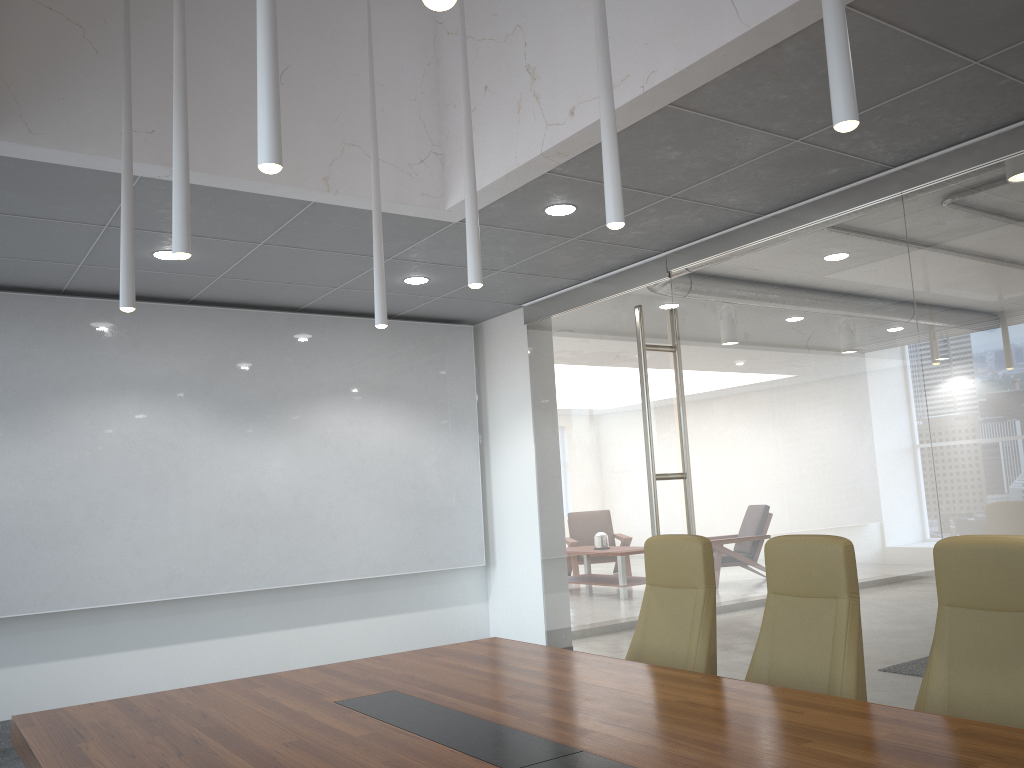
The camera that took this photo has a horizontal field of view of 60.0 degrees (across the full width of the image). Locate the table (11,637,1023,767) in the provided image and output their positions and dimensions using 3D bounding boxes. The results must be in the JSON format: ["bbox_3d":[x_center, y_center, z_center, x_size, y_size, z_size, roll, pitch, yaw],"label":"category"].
[{"bbox_3d":[0.811,1.345,1.468,2.300,0.895,6.500,2,-9,-34],"label":"table"}]

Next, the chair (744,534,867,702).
[{"bbox_3d":[0.970,1.345,3.551,0.955,1.406,0.711,2,-9,-34],"label":"chair"}]

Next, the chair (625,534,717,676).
[{"bbox_3d":[0.521,1.455,4.203,0.955,1.406,0.711,2,-9,-34],"label":"chair"}]

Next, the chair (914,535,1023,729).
[{"bbox_3d":[1.425,1.234,2.891,0.955,1.406,0.711,2,-9,-34],"label":"chair"}]

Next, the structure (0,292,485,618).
[{"bbox_3d":[0.753,-0.396,1.725,6.600,2.466,13.989,2,-9,-34],"label":"structure"}]

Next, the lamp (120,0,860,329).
[{"bbox_3d":[0.618,-1.983,1.893,2.619,2.378,7.258,2,-9,-34],"label":"lamp"}]
